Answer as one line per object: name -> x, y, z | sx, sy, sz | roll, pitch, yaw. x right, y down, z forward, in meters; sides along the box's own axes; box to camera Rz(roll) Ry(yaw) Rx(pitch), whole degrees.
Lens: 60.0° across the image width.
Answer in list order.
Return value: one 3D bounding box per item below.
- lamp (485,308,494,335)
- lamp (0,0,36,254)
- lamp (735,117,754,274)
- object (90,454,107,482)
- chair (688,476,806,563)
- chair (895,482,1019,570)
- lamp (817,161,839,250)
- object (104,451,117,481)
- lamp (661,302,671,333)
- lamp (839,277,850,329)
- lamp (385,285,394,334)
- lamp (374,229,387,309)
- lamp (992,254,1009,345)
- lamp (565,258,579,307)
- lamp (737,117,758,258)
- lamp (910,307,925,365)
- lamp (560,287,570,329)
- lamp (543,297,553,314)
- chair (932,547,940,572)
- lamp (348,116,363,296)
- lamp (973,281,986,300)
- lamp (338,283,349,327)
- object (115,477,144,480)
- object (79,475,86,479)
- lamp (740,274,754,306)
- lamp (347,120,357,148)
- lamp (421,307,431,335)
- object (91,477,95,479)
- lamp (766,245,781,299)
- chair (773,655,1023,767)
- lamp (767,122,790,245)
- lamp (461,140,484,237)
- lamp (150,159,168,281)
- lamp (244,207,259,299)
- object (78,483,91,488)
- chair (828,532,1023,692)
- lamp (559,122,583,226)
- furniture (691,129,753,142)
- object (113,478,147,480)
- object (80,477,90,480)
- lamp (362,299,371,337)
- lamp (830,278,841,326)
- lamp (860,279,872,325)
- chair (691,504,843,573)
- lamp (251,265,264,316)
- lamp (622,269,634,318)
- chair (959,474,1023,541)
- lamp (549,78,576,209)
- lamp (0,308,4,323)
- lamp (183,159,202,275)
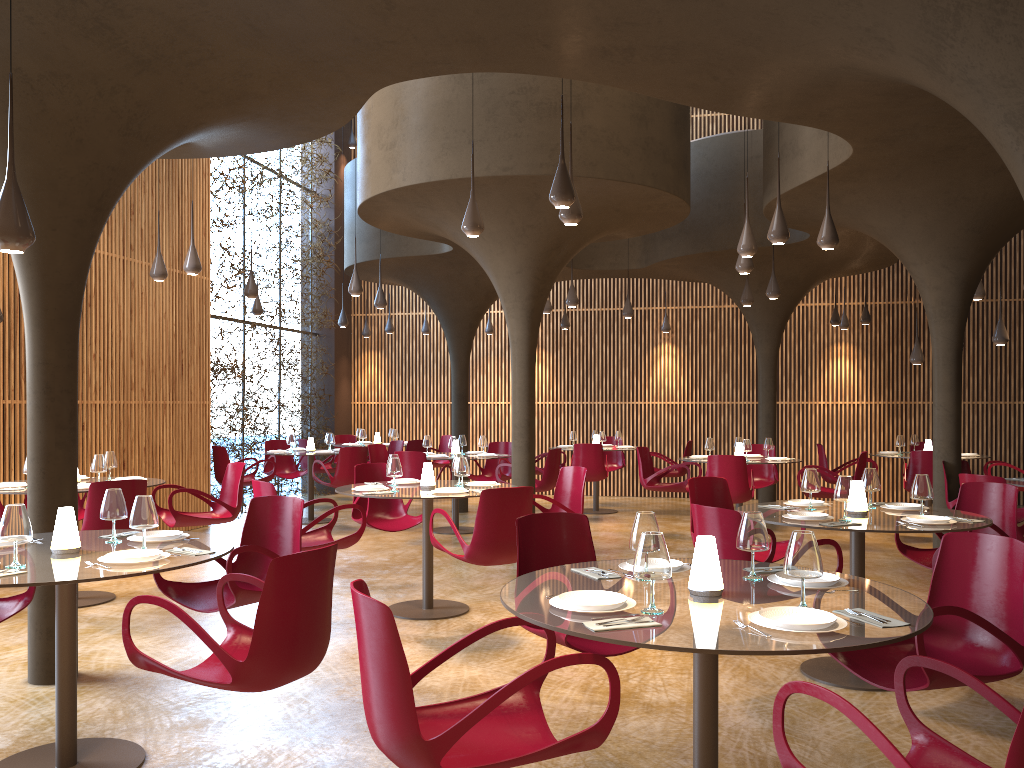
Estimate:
lamp -> -0.554, -4.986, 21.842 | 0.235, 7.532, 0.235 | 0, 0, 28
lamp -> -2.738, -4.490, 4.831 | 0.235, 7.532, 0.235 | 0, 0, 27
lamp -> 3.052, -5.215, 11.618 | 0.235, 7.532, 0.235 | 0, 0, -43
object -> -4.655, 0.973, 9.986 | 0.170, 0.354, 0.170 | 0, 0, 34
chair -> 2.232, 1.332, 8.739 | 0.750, 0.763, 1.047 | 0, -1, -33
chair -> 4.191, 1.320, 8.221 | 1.047, 0.763, 0.750 | 0, -1, -33
lamp -> 3.489, -5.256, 9.774 | 0.235, 7.532, 0.235 | 0, 0, -2
object -> -4.847, 0.989, 10.678 | 0.170, 0.354, 0.170 | 0, 0, 17
lamp -> 3.688, -5.000, 21.211 | 0.235, 7.532, 0.235 | 0, 0, 27
lamp -> 7.614, -5.021, 20.292 | 0.235, 7.532, 0.235 | 0, 0, 37
lamp -> -2.971, -4.993, 21.512 | 0.235, 7.532, 0.235 | 0, 0, 38
lamp -> -2.361, -5.119, 15.902 | 0.235, 7.532, 0.235 | 0, 0, -33
lamp -> 7.588, -4.371, 13.752 | 0.235, 7.532, 0.235 | 0, 0, -33
lamp -> 1.062, -5.125, 15.641 | 0.235, 7.532, 0.235 | 0, 0, -42
lamp -> 2.735, -5.245, 10.287 | 0.235, 7.532, 0.235 | 0, 0, 38
lamp -> 6.875, -4.092, 15.029 | 0.235, 7.532, 0.235 | 0, 0, -33
lamp -> 1.218, -5.021, 20.279 | 0.235, 7.532, 0.235 | 0, 0, 27
lamp -> 0.648, -5.101, 16.720 | 0.235, 7.532, 0.235 | 0, 0, -42
chair -> 3.689, 1.278, 6.318 | 0.750, 0.763, 1.047 | 0, -1, -38
lamp -> -2.474, -5.161, 14.003 | 0.235, 7.532, 0.235 | 0, 0, -33
lamp -> 7.646, -5.149, 14.537 | 0.235, 7.532, 0.235 | 0, 0, -33
lamp -> -3.762, -5.033, 19.741 | 0.235, 7.532, 0.235 | 0, 0, 38
object -> -4.577, 1.140, 10.605 | 0.316, 0.035, 0.316 | -1, -1, 31
object -> -5.369, 1.144, 10.816 | 0.315, 0.035, 0.316 | 0, -1, 15
lamp -> 4.109, -5.129, 15.471 | 0.235, 7.532, 0.235 | 0, 0, -42
lamp -> -4.103, -7.397, 22.741 | 0.235, 2.669, 0.235 | 0, 0, 38
lamp -> -2.114, -4.987, 21.778 | 0.235, 7.532, 0.235 | 0, 0, -2
object -> -5.366, 1.158, 10.820 | 0.493, 0.014, 0.245 | 1, -2, -41
lamp -> 4.249, -5.153, 14.397 | 0.235, 7.532, 0.235 | 0, 0, -42
chair -> 1.554, 1.205, 3.075 | 0.750, 0.763, 1.047 | 0, -1, -29
lamp -> 2.849, -5.263, 9.454 | 0.235, 7.532, 0.235 | 0, 0, -2
lamp -> -0.398, -5.273, 9.018 | 0.235, 7.532, 0.235 | 0, 0, 18
lamp -> -4.900, -5.200, 12.283 | 0.235, 7.532, 0.235 | 0, 0, 20
lamp -> -4.227, -5.153, 14.362 | 0.235, 7.532, 0.235 | 0, 0, -13
object -> -4.703, 1.120, 9.711 | 0.315, 0.035, 0.316 | 0, -1, 6
chair -> 2.317, 1.246, 4.889 | 1.047, 0.763, 0.750 | 0, -1, -24
lamp -> 0.562, -5.286, 8.429 | 0.235, 7.532, 0.235 | 0, 0, 17
furniture -> 3.651, -3.829, 16.671 | 1.080, 1.257, 3.037 | 0, -1, -36
object -> -4.577, 1.151, 10.605 | 0.398, 0.017, 0.398 | -1, -2, 37
object -> -5.369, 1.156, 10.816 | 0.398, 0.017, 0.398 | 0, -1, -14
lamp -> -3.742, -4.965, 22.757 | 0.235, 7.532, 0.235 | 0, 0, 38
lamp -> 7.085, -5.041, 19.396 | 0.235, 7.532, 0.235 | 0, 0, 28
lamp -> 7.611, -5.048, 19.061 | 0.235, 7.532, 0.235 | 0, 0, 28
chair -> 1.884, 1.289, 6.802 | 1.047, 0.763, 0.750 | 0, -1, -28
lamp -> -4.933, -5.091, 17.153 | 0.235, 7.532, 0.235 | 0, 0, 38
lamp -> 2.308, -5.081, 17.609 | 0.235, 7.532, 0.235 | 0, 0, 27
chair -> 5.418, 1.353, 9.696 | 1.047, 0.763, 0.750 | 0, -1, -25
lamp -> 0.437, -5.303, 7.698 | 0.235, 7.532, 0.235 | 0, 0, -42
lamp -> -6.044, -4.446, 10.285 | 0.235, 7.532, 0.235 | 0, 0, -13
lamp -> -4.221, -5.213, 11.694 | 0.235, 7.532, 0.235 | 0, 0, 40
